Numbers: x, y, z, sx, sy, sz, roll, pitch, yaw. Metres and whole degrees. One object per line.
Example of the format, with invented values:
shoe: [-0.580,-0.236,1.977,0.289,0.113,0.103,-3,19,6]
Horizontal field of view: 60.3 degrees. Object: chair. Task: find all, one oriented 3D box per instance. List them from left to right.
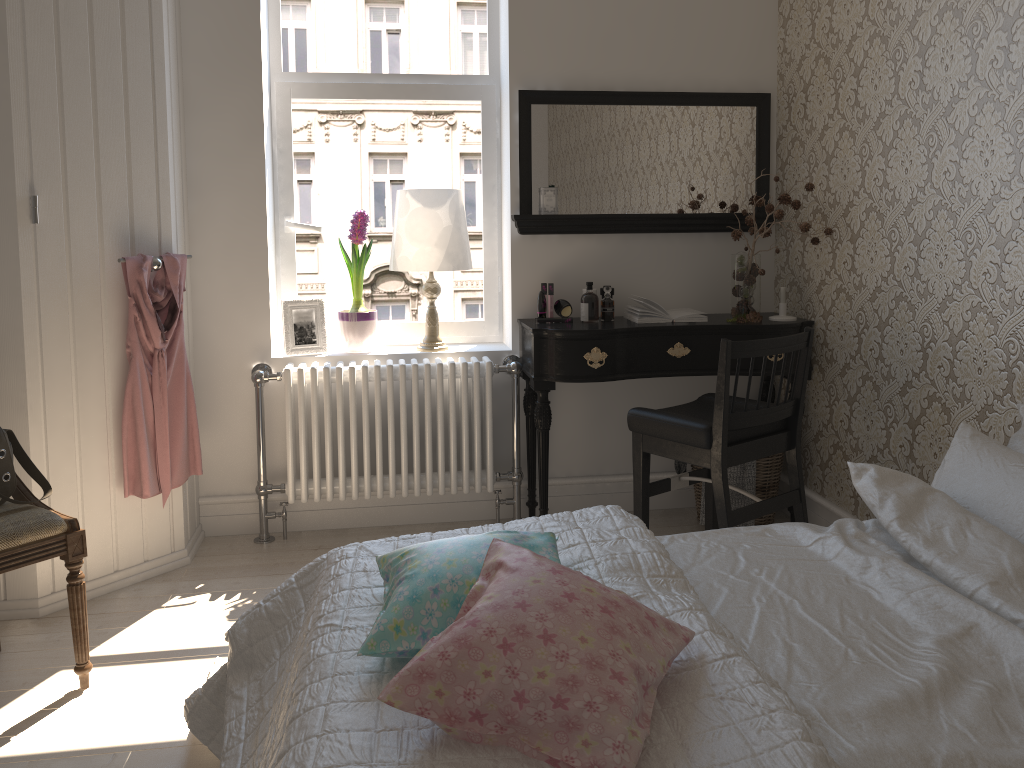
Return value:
chair: [-1.470,0.370,2.247,0.539,0.883,0.524,4,8,36]
chair: [0.698,0.241,2.927,0.458,0.854,0.460,-5,8,-38]

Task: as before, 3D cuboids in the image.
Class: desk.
desk: [0.603,0.160,3.481,1.105,0.816,0.440,-2,6,-9]

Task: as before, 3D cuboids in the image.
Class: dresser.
dresser: [-1.641,-0.603,2.944,1.025,2.562,0.707,-1,5,-9]

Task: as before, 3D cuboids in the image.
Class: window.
window: [-0.516,-1.044,3.687,0.949,1.768,0.111,-1,5,-9]

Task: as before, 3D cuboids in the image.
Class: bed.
bed: [0.414,0.602,1.570,2.211,0.626,1.976,-2,10,-8]

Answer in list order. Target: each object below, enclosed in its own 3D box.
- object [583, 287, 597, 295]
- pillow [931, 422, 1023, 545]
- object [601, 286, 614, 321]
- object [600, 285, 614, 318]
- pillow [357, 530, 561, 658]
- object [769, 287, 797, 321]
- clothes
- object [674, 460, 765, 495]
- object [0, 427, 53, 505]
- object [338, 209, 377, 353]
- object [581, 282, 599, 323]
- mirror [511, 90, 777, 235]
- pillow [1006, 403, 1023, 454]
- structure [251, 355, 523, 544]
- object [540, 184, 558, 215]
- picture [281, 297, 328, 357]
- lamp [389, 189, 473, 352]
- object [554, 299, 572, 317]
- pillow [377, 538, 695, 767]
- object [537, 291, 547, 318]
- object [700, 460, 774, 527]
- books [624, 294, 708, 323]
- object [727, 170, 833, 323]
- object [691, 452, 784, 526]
object: [0.312,-0.324,3.538,0.058,0.133,0.058,4,7,42]
pillow: [1.106,0.296,1.933,0.204,0.300,0.567,-2,9,-9]
object: [0.376,-0.317,3.477,0.054,0.138,0.054,3,6,31]
object: [0.386,-0.332,3.576,0.058,0.133,0.058,4,7,42]
pillow: [-0.074,0.369,1.565,0.362,0.167,0.386,-1,9,-4]
object: [1.055,-0.312,3.437,0.105,0.130,0.106,3,8,26]
clothes: [-1.208,-0.014,3.033,0.092,0.869,0.332,1,6,21]
object: [0.828,0.339,3.537,0.367,0.329,0.306,-2,7,-8]
object: [-1.409,0.212,2.242,0.213,0.246,0.403,4,10,36]
object: [-0.628,-0.418,3.576,0.156,0.573,0.158,-3,5,-23]
object: [0.303,-0.319,3.442,0.070,0.157,0.071,-2,6,-14]
mirror: [0.552,-0.897,3.577,1.118,0.568,0.067,-2,5,-9]
pillow: [1.272,0.306,1.670,0.310,0.351,1.268,-2,10,-8]
structure: [-0.472,0.249,3.460,1.068,0.677,0.167,-2,5,-9]
object: [0.149,-0.737,3.531,0.072,0.120,0.037,-1,5,-4]
picture: [-0.825,-0.227,3.516,0.177,0.224,0.050,-4,6,-29]
lamp: [-0.330,-0.462,3.598,0.339,0.647,0.344,0,6,3]
object: [0.190,-0.291,3.480,0.080,0.085,0.083,4,9,31]
pillow: [0.056,0.393,1.305,0.353,0.200,0.398,3,10,24]
object: [0.118,-0.308,3.484,0.031,0.119,0.055,2,6,30]
object: [0.879,0.361,3.509,0.290,0.352,0.352,3,8,30]
books: [0.604,-0.301,3.495,0.279,0.095,0.229,-2,9,-7]
object: [0.983,-0.514,3.355,0.319,0.594,0.545,-5,8,-37]
object: [0.900,0.342,3.547,0.394,0.428,0.397,2,8,23]
